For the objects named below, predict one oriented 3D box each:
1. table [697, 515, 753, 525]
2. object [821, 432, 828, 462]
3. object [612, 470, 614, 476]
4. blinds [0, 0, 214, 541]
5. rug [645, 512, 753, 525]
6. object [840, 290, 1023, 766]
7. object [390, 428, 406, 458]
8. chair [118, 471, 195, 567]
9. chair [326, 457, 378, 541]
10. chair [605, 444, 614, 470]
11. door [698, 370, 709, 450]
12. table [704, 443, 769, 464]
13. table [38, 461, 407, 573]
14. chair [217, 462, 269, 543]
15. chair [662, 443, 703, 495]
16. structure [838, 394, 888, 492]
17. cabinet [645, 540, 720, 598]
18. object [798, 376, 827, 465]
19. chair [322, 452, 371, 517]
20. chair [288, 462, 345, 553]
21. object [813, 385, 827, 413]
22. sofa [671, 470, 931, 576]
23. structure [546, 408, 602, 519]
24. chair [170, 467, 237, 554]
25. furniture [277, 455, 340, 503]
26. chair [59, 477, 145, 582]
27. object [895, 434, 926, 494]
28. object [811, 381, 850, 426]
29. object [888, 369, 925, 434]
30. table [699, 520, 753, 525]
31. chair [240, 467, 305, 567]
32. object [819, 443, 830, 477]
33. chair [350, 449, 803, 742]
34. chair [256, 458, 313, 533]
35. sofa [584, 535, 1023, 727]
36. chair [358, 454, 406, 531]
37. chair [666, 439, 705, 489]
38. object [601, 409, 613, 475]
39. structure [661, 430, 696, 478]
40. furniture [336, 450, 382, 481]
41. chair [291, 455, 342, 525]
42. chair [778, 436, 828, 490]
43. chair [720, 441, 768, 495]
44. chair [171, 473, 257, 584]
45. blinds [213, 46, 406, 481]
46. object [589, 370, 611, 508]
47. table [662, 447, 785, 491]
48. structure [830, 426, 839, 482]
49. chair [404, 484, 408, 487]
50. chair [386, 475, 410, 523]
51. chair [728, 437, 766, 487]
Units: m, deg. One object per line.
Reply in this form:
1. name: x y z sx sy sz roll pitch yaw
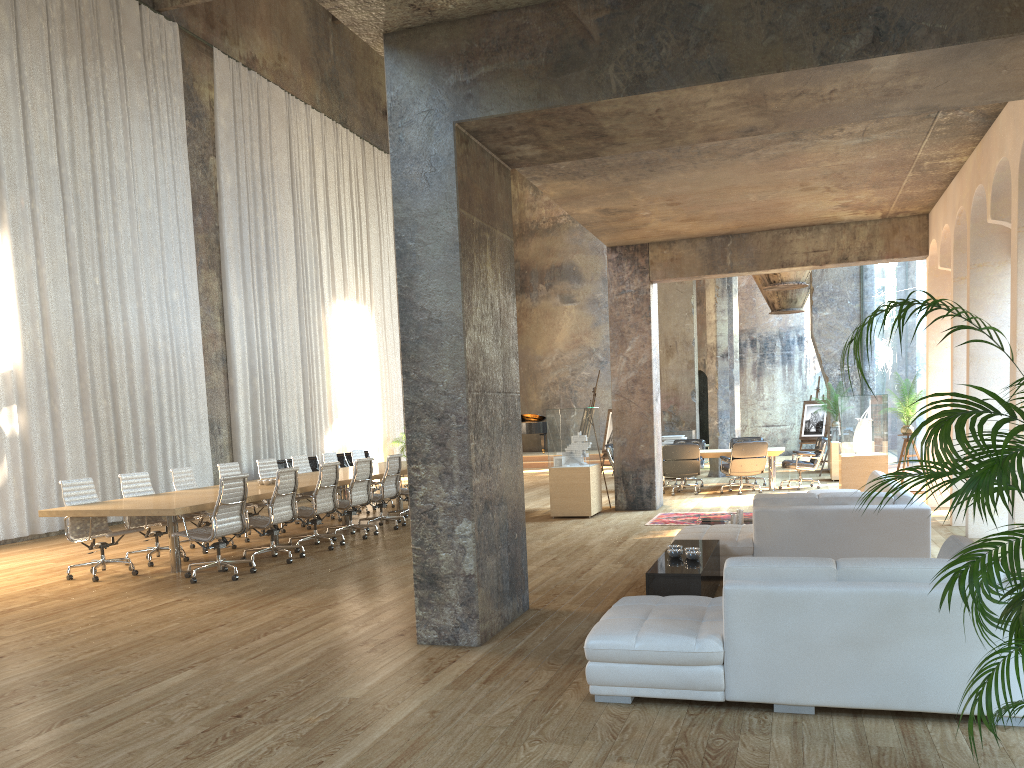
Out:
1. table: 2.507 1.604 9.753 0.860 0.249 0.367 -3 0 18
2. object: 7.254 1.408 19.951 0.659 0.982 0.565 -2 4 12
3. object: 2.727 1.060 20.281 0.683 2.168 0.695 2 7 44
4. blinds: -6.942 -2.163 12.438 0.275 8.727 7.760 -1 3 19
5. rug: 3.070 1.760 11.540 2.465 0.009 1.336 -3 -2 18
6. object: 1.874 0.583 2.999 1.403 1.830 1.344 -1 3 24
7. object: -2.639 1.737 23.392 1.092 1.471 1.119 -2 3 9
8. chair: -4.021 1.512 9.981 0.699 1.035 0.659 -1 4 26
9. chair: -2.127 1.478 11.343 0.699 1.035 0.659 -1 4 26
10. chair: 2.152 1.536 16.225 0.821 0.901 0.723 -2 3 14
11. door: 5.760 0.887 26.499 0.110 2.657 0.897 -6 6 -30
12. table: 5.356 1.770 21.699 1.873 0.551 0.934 -3 0 18
13. table: -2.681 1.659 12.017 1.603 0.764 7.656 -3 -2 18
14. chair: -3.488 1.551 11.679 0.699 1.035 0.659 -1 4 23
15. chair: 2.931 1.464 15.209 0.730 0.901 0.814 -2 2 12
16. structure: 4.925 0.939 12.347 0.595 1.563 0.735 -1 4 18
17. cabinet: 1.314 1.478 6.668 0.396 0.372 1.550 -2 -1 18
18. object: 7.294 0.887 21.080 0.679 2.168 0.699 -7 7 -43
19. chair: -2.670 1.610 14.235 0.699 1.035 0.659 -1 4 21
20. chair: -2.397 1.458 10.490 0.699 1.035 0.659 -1 4 23
21. object: 7.166 0.457 19.900 0.687 0.949 0.852 0 3 39
22. sofa: 2.765 1.307 8.594 2.066 0.728 2.906 -3 -2 18
23. structure: 0.911 1.130 12.682 0.595 1.563 0.735 -1 4 18
24. chair: -3.760 1.530 10.792 0.699 1.035 0.659 -2 3 17
25. furniture: -4.082 1.894 17.709 0.709 0.849 1.857 -2 -1 18
26. chair: -4.255 1.491 9.153 0.699 1.035 0.659 -1 4 23
27. object: 5.629 1.208 12.647 0.657 0.982 0.567 -4 4 -18
28. object: 6.399 0.404 17.576 0.859 0.949 0.681 -2 3 21
29. object: 5.648 0.250 12.542 0.688 0.948 0.852 -2 2 9
30. table: 2.396 1.617 9.406 0.791 0.204 1.102 -3 -2 18
31. chair: -2.674 1.438 9.620 0.699 1.035 0.659 -1 4 21
32. object: 6.565 1.349 17.546 0.654 0.982 0.569 -5 4 -36
33. chair: 0.304 1.483 14.204 12.967 1.040 31.267 -3 -2 18
34. chair: -3.217 1.570 12.512 0.699 1.035 0.659 -1 4 26
35. sofa: 1.488 1.216 4.612 2.070 0.728 1.063 -3 0 17
36. chair: -1.856 1.497 12.176 0.699 1.035 0.659 -1 4 23
37. chair: 3.284 1.502 16.644 0.730 0.901 0.814 -1 2 25
38. object: 2.253 1.013 18.459 0.679 2.168 0.699 -7 6 -40
39. structure: 3.538 1.510 18.835 0.744 1.024 0.728 -2 3 18
40. furniture: -3.356 1.946 19.971 0.709 0.849 1.857 -2 -1 18
41. chair: -2.947 1.590 13.365 0.699 1.035 0.659 -1 4 23
42. chair: 5.044 1.372 15.277 0.821 0.901 0.723 -2 3 12
43. chair: 3.902 1.410 14.927 0.729 0.901 0.816 -3 2 -8
44. chair: -2.965 1.417 8.723 0.699 1.035 0.659 -1 4 24
45. blinds: -4.315 -1.974 20.627 0.275 8.727 7.760 -1 3 19
46. object: 1.151 0.877 13.507 0.685 2.168 0.693 -1 5 17
47. table: 3.632 1.547 15.746 2.413 0.707 1.096 -3 0 18
48. structure: 6.392 1.297 16.544 0.736 1.024 0.736 -2 3 18
49. chair: -1.315 1.536 13.872 0.699 1.035 0.659 -1 4 26
50. chair: -1.568 1.517 13.058 0.699 1.035 0.659 -2 3 17
51. chair: 4.346 1.441 16.300 0.730 0.901 0.814 -2 2 19
